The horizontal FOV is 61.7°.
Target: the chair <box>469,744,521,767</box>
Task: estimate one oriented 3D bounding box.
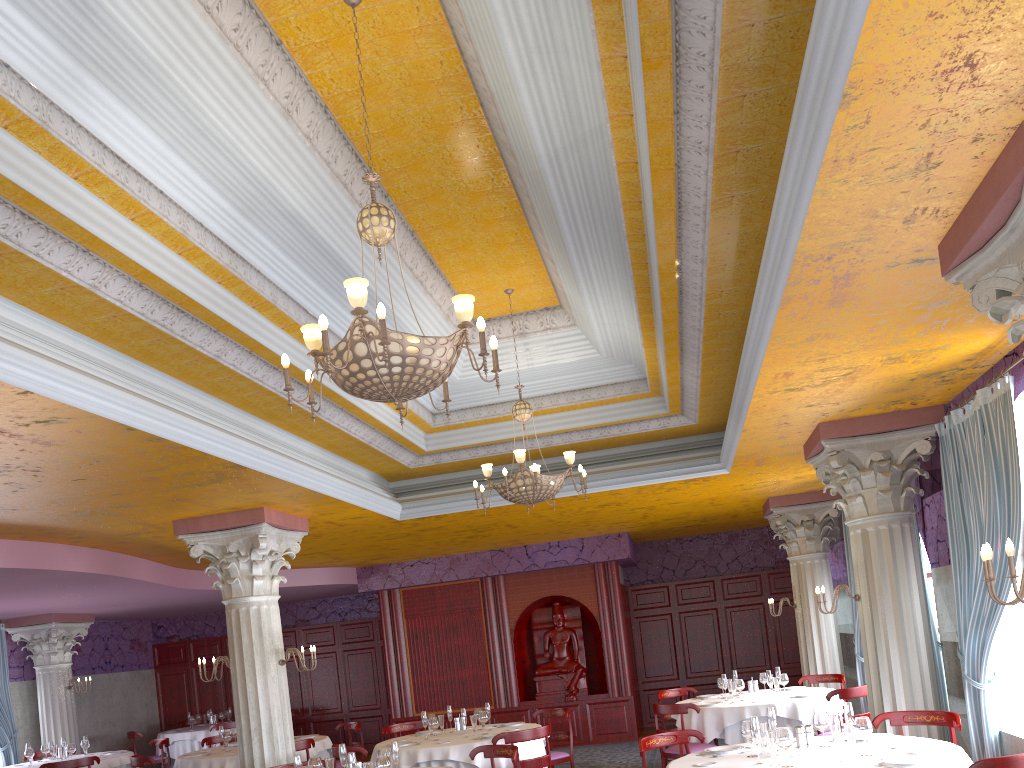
[{"bbox_3d":[-0.221,3.746,7.494,0.642,1.070,0.773,-3,-8,-34],"label":"chair"}]

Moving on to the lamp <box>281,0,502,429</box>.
[{"bbox_3d":[-0.699,-0.937,4.329,0.952,2.137,0.986,-4,-5,-34],"label":"lamp"}]

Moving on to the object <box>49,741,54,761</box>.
[{"bbox_3d":[-6.581,5.282,12.252,0.074,0.330,0.075,-7,-2,2],"label":"object"}]

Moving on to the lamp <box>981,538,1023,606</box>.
[{"bbox_3d":[2.158,0.775,3.561,0.381,0.268,0.353,-6,-11,-2],"label":"lamp"}]

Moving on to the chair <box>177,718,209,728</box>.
[{"bbox_3d":[-6.616,7.622,18.065,0.744,1.071,0.666,-2,-7,-34],"label":"chair"}]

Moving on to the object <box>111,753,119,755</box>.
[{"bbox_3d":[-5.955,5.560,12.879,0.232,0.013,0.028,5,-18,-34],"label":"object"}]

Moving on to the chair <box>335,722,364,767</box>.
[{"bbox_3d":[-2.432,5.419,12.260,0.642,1.070,0.773,-3,-8,-34],"label":"chair"}]

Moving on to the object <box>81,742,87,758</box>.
[{"bbox_3d":[-6.394,5.483,12.832,0.087,0.233,0.085,-9,-4,35],"label":"object"}]

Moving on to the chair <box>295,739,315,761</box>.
[{"bbox_3d":[-2.776,4.950,10.563,0.744,1.071,0.666,-2,-7,-34],"label":"chair"}]

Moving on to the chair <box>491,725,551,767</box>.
[{"bbox_3d":[0.094,4.176,9.049,0.744,1.071,0.666,-2,-7,-34],"label":"chair"}]

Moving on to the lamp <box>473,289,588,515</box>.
[{"bbox_3d":[0.083,0.129,8.189,0.952,2.137,0.986,-4,-5,-34],"label":"lamp"}]

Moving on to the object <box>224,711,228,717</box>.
[{"bbox_3d":[-5.768,6.760,17.381,0.121,0.259,0.125,-2,-6,-43],"label":"object"}]

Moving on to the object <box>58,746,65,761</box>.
[{"bbox_3d":[-6.473,5.341,12.328,0.086,0.233,0.086,-7,-4,13],"label":"object"}]

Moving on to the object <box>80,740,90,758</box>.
[{"bbox_3d":[-6.444,5.507,12.938,0.122,0.259,0.124,-7,-5,2],"label":"object"}]

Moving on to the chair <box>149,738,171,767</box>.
[{"bbox_3d":[-5.605,6.079,13.281,0.642,1.070,0.773,-3,-8,-34],"label":"chair"}]

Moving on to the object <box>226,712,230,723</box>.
[{"bbox_3d":[-5.717,6.736,17.275,0.085,0.233,0.087,-6,-4,-10],"label":"object"}]

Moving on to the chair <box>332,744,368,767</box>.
[{"bbox_3d":[-1.593,4.466,9.389,0.642,1.070,0.773,-3,-8,-34],"label":"chair"}]

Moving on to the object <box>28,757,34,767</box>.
[{"bbox_3d":[-6.973,5.421,12.407,0.085,0.233,0.087,-6,-4,-10],"label":"object"}]

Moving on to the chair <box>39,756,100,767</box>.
[{"bbox_3d":[-5.949,5.610,11.583,0.744,1.071,0.666,-2,-7,-34],"label":"chair"}]

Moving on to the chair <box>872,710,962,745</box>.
[{"bbox_3d":[3.137,3.126,6.676,0.642,1.070,0.773,-3,-8,-34],"label":"chair"}]

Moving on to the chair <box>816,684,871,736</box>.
[{"bbox_3d":[3.744,3.953,9.668,0.744,1.071,0.666,-2,-7,-34],"label":"chair"}]

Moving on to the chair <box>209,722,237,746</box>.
[{"bbox_3d":[-5.273,6.862,16.027,0.744,1.071,0.666,-2,-7,-34],"label":"chair"}]

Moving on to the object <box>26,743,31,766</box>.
[{"bbox_3d":[-7.056,5.412,12.511,0.074,0.330,0.075,-7,-2,2],"label":"object"}]

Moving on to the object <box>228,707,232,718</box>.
[{"bbox_3d":[-5.645,6.649,17.174,0.074,0.330,0.075,-7,-2,2],"label":"object"}]

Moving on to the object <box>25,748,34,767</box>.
[{"bbox_3d":[-6.925,5.370,12.301,0.122,0.259,0.124,-7,-5,2],"label":"object"}]

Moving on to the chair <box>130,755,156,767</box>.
[{"bbox_3d":[-4.463,5.240,10.903,0.642,1.070,0.773,-3,-8,-34],"label":"chair"}]

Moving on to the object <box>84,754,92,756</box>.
[{"bbox_3d":[-6.588,5.760,13.305,0.159,0.009,0.164,-9,-17,10],"label":"object"}]

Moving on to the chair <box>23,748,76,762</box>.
[{"bbox_3d":[-7.292,6.369,13.621,0.744,1.071,0.666,-2,-7,-34],"label":"chair"}]

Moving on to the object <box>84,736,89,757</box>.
[{"bbox_3d":[-6.322,5.396,12.730,0.074,0.330,0.075,-7,-2,2],"label":"object"}]

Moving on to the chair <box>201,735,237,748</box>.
[{"bbox_3d":[-4.119,5.709,12.601,0.744,1.071,0.666,-2,-7,-34],"label":"chair"}]

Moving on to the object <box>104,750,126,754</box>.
[{"bbox_3d":[-6.038,5.612,13.044,0.315,0.023,0.324,-9,-17,10],"label":"object"}]

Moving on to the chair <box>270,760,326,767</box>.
[{"bbox_3d":[-1.908,4.037,7.834,0.744,1.071,0.666,-2,-7,-34],"label":"chair"}]

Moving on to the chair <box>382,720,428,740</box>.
[{"bbox_3d":[-1.249,4.936,11.087,0.744,1.071,0.666,-2,-7,-34],"label":"chair"}]

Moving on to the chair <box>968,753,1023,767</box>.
[{"bbox_3d":[2.793,2.657,4.978,0.744,1.071,0.666,-2,-7,-34],"label":"chair"}]

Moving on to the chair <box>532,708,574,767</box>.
[{"bbox_3d":[0.438,4.645,10.747,0.642,1.070,0.773,-3,-8,-34],"label":"chair"}]

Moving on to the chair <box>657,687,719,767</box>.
[{"bbox_3d":[2.401,4.713,11.707,0.744,1.071,0.666,-2,-7,-34],"label":"chair"}]

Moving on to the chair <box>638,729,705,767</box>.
[{"bbox_3d":[1.450,3.417,7.016,0.744,1.071,0.666,-2,-7,-34],"label":"chair"}]

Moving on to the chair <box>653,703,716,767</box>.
[{"bbox_3d":[2.057,4.244,10.009,0.642,1.070,0.773,-3,-8,-34],"label":"chair"}]

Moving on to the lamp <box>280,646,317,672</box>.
[{"bbox_3d":[-2.315,2.970,9.230,0.381,0.268,0.353,-6,-11,-2],"label":"lamp"}]

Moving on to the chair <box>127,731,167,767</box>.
[{"bbox_3d":[-6.960,7.153,16.367,0.642,1.070,0.773,-3,-8,-34],"label":"chair"}]

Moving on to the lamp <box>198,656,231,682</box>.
[{"bbox_3d":[-3.234,3.145,9.474,0.381,0.268,0.353,-6,-11,-2],"label":"lamp"}]

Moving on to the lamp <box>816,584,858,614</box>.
[{"bbox_3d":[3.098,2.055,8.197,0.381,0.268,0.353,-6,-11,-2],"label":"lamp"}]

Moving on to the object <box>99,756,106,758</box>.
[{"bbox_3d":[-6.027,5.467,12.537,0.159,0.009,0.164,-9,-17,10],"label":"object"}]

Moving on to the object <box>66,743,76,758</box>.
[{"bbox_3d":[-6.369,5.331,12.379,0.124,0.259,0.123,-8,-5,24],"label":"object"}]

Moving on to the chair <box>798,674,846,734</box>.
[{"bbox_3d":[4.088,4.422,11.366,0.642,1.070,0.773,-3,-8,-34],"label":"chair"}]
